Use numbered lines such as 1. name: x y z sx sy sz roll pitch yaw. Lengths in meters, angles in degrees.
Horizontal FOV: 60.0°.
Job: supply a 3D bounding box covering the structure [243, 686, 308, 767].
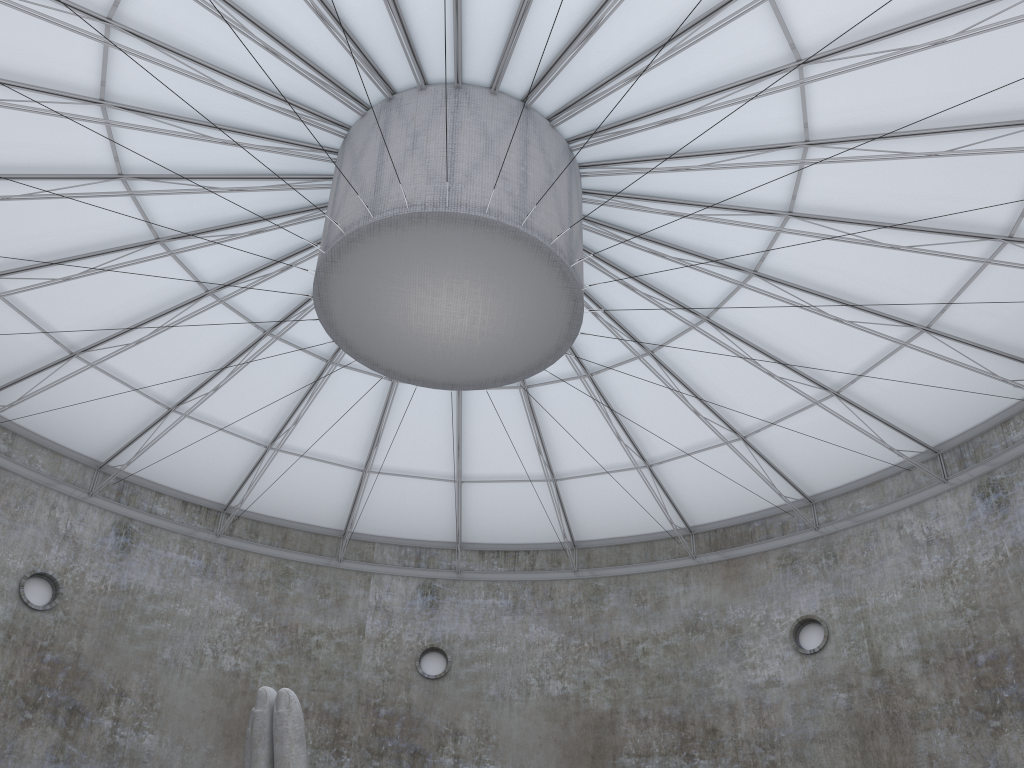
1. structure: 0.433 8.767 15.682 15.717 5.557 10.958 -27 -43 36
